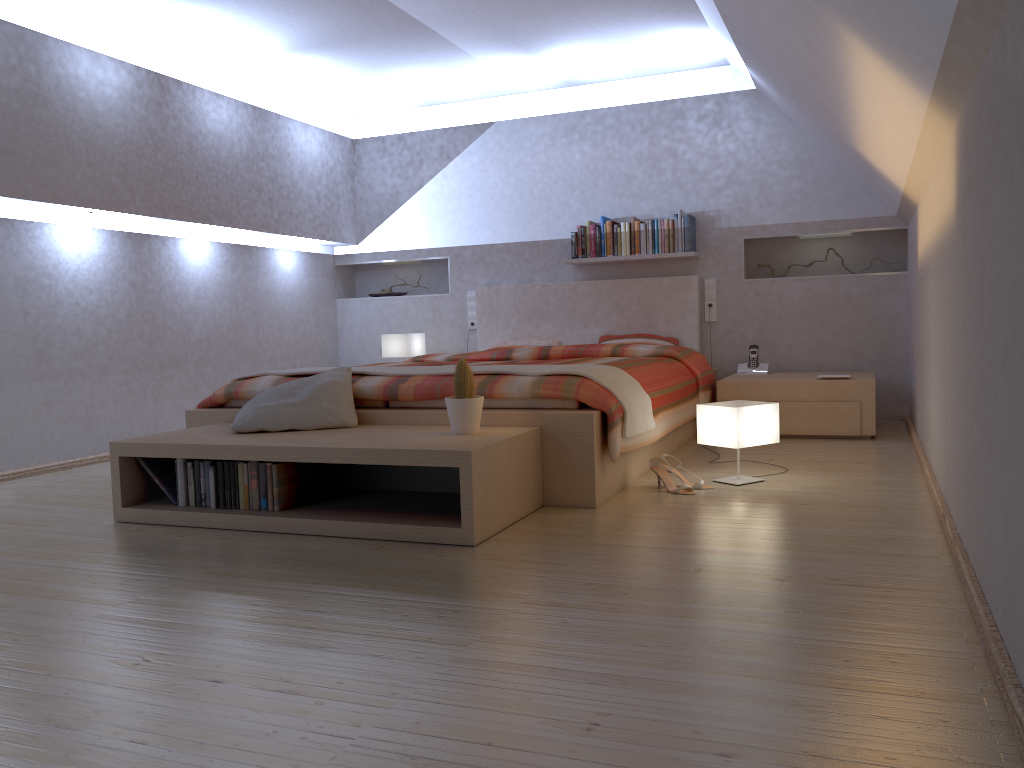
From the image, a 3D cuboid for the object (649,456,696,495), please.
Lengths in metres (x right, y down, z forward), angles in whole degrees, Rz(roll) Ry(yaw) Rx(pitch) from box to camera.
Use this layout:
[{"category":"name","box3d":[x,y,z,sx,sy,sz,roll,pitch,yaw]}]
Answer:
[{"category":"object","box3d":[0.652,0.368,3.604,0.079,0.132,0.235,-5,5,-36]}]

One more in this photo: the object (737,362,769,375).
[{"category":"object","box3d":[1.579,-0.106,5.798,0.192,0.087,0.153,0,4,22]}]

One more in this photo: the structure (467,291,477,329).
[{"category":"structure","box3d":[-0.298,-0.562,6.743,0.077,0.286,0.034,0,4,22]}]

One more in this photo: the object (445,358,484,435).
[{"category":"object","box3d":[-0.174,0.041,3.237,0.144,0.294,0.144,-5,5,-43]}]

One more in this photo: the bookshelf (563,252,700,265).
[{"category":"bookshelf","box3d":[0.826,-0.870,6.152,0.916,0.028,0.223,0,4,22]}]

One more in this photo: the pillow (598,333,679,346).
[{"category":"pillow","box3d":[0.799,-0.242,5.958,0.566,0.188,0.497,0,4,22]}]

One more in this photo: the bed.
[{"category":"bed","box3d":[-0.028,-0.133,5.028,2.087,0.994,3.009,0,4,22]}]

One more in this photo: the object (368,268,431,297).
[{"category":"object","box3d":[-0.895,-0.824,7.127,0.589,0.242,0.183,0,4,20]}]

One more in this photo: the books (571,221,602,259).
[{"category":"books","box3d":[0.546,-1.012,6.248,0.209,0.260,0.215,0,4,22]}]

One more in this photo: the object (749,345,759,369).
[{"category":"object","box3d":[1.584,-0.172,5.812,0.060,0.169,0.079,0,4,22]}]

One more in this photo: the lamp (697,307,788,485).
[{"category":"lamp","box3d":[1.215,-0.058,4.818,0.396,0.788,2.551,-1,4,12]}]

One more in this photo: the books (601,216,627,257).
[{"category":"books","box3d":[0.728,-1.024,6.183,0.178,0.281,0.200,0,4,22]}]

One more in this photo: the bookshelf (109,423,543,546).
[{"category":"bookshelf","box3d":[-0.697,0.341,3.361,1.495,0.303,0.643,0,4,22]}]

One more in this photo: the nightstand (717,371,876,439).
[{"category":"nightstand","box3d":[1.752,0.118,5.412,0.859,0.329,0.847,0,4,22]}]

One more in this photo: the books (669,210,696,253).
[{"category":"books","box3d":[1.155,-1.027,6.011,0.145,0.281,0.200,0,4,22]}]

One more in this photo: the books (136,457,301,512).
[{"category":"books","box3d":[-1.117,0.358,3.337,0.652,0.193,0.157,0,4,22]}]

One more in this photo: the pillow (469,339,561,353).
[{"category":"pillow","box3d":[0.021,-0.227,6.324,0.572,0.180,0.492,0,4,22]}]

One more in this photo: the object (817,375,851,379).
[{"category":"object","box3d":[1.852,-0.039,5.098,0.179,0.015,0.177,0,4,22]}]

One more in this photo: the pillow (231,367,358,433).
[{"category":"pillow","box3d":[-0.909,0.062,3.694,0.498,0.241,0.470,-3,4,-13]}]

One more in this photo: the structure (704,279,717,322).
[{"category":"structure","box3d":[1.361,-0.573,6.077,0.077,0.286,0.034,0,4,22]}]

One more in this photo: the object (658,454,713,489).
[{"category":"object","box3d":[0.719,0.361,3.682,0.235,0.132,0.079,0,4,28]}]

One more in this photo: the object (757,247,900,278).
[{"category":"object","box3d":[2.098,-0.813,5.923,0.905,0.193,0.085,0,4,22]}]

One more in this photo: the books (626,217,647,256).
[{"category":"books","box3d":[0.875,-1.014,6.120,0.140,0.260,0.209,0,4,22]}]

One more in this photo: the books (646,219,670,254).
[{"category":"books","box3d":[1.015,-1.001,6.070,0.159,0.231,0.200,0,4,22]}]

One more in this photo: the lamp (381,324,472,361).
[{"category":"lamp","box3d":[-0.658,-0.181,6.647,0.684,0.515,0.318,-5,5,-39]}]
